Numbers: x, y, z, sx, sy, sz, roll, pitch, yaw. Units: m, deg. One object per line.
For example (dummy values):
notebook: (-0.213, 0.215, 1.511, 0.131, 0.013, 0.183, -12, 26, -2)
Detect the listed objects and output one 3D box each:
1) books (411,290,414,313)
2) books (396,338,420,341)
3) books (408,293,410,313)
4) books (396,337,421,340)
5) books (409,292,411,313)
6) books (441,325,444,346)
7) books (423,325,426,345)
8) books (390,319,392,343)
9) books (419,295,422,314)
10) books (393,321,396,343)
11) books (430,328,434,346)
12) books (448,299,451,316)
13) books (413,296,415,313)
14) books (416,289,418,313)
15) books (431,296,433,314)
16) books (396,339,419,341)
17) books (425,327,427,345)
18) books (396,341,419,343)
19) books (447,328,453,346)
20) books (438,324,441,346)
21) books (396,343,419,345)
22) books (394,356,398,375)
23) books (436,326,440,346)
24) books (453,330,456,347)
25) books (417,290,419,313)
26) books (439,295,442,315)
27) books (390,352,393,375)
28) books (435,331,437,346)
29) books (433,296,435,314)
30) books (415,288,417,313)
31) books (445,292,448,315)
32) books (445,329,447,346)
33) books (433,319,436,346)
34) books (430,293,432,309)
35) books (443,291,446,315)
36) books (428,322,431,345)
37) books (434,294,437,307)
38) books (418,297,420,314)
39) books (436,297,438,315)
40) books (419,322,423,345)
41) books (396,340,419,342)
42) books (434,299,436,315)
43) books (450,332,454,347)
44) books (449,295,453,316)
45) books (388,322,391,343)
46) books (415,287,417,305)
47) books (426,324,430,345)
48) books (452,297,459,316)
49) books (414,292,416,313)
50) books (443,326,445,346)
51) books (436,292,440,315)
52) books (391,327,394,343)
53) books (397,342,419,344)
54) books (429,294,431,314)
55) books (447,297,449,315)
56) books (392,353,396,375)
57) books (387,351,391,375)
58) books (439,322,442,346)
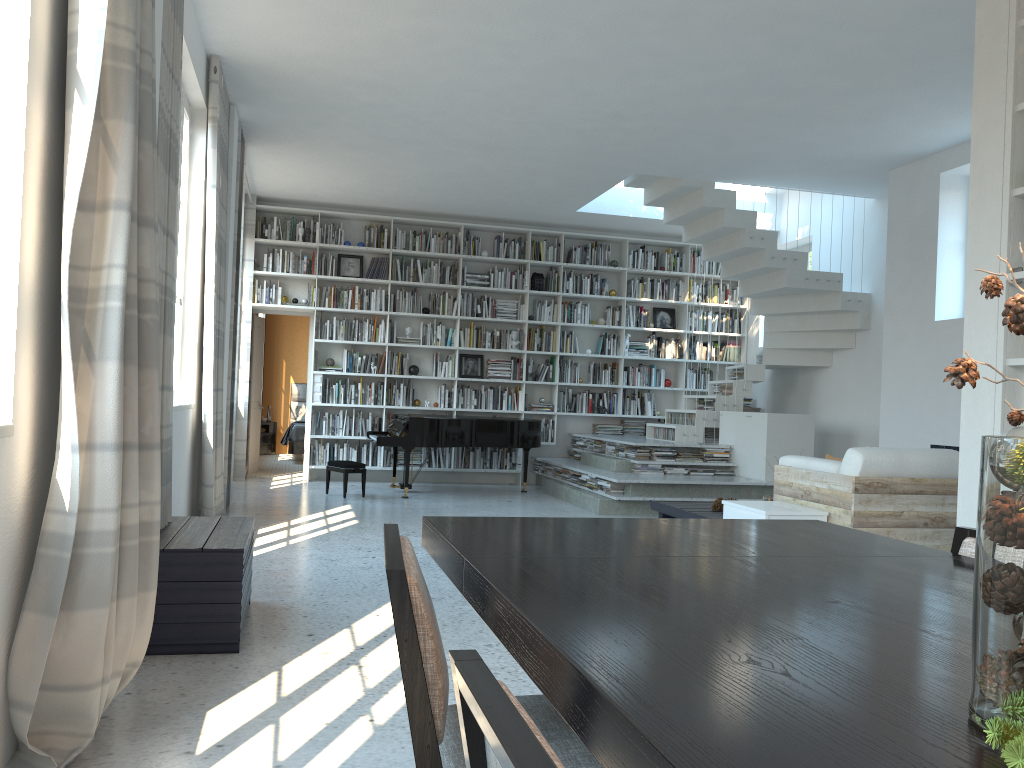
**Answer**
books: (-1.195, -0.977, 10.645, 0.011, 0.291, 0.176, 2, -1, -14)
books: (-1.254, -0.532, 10.646, 0.285, 0.012, 0.159, 3, -1, -12)
books: (-1.250, -0.962, 10.644, 0.011, 0.256, 0.152, 2, -1, -14)
books: (-1.252, -0.544, 10.642, 0.285, 0.012, 0.159, 3, -1, -18)
books: (-1.236, -0.964, 10.631, 0.009, 0.261, 0.180, 2, -1, -14)
books: (-0.854, -0.577, 10.731, 0.023, 0.260, 0.170, 2, -1, -14)
books: (-1.066, -0.580, 10.675, 0.030, 0.247, 0.174, 2, -1, -14)
books: (-1.458, -0.623, 10.613, 0.011, 0.298, 0.135, 2, -1, -14)
books: (-1.102, -0.943, 10.679, 0.031, 0.232, 0.147, 2, -1, -14)
books: (-1.406, -0.611, 10.609, 0.021, 0.278, 0.136, 2, -1, -14)
books: (-0.976, -0.565, 10.715, 0.048, 0.225, 0.149, 2, -1, -14)
books: (-0.770, -0.920, 10.762, 0.024, 0.216, 0.142, 2, -1, -14)
books: (-1.191, -0.939, 10.672, 0.012, 0.217, 0.133, 2, -1, -14)
books: (-1.156, -0.982, 10.669, 0.005, 0.305, 0.162, 2, -1, -14)
books: (-0.978, -0.942, 10.721, 0.005, 0.239, 0.146, 2, -1, -14)
books: (-1.254, -0.520, 10.644, 0.254, 0.012, 0.161, 3, -1, -17)
books: (-1.047, -0.569, 10.709, 0.024, 0.227, 0.137, 2, -1, -14)
books: (-1.254, -0.496, 10.642, 0.254, 0.012, 0.161, 3, -1, -18)
books: (-0.767, -0.557, 10.749, 0.060, 0.227, 0.179, 2, -1, -14)
books: (-0.880, -0.581, 10.715, 0.012, 0.265, 0.193, 2, -1, -14)
books: (-1.256, -0.471, 10.646, 0.285, 0.012, 0.159, 3, -1, -16)
books: (-1.390, -0.218, 10.611, 0.025, 0.228, 0.153, 2, -1, -14)
books: (-0.902, -0.573, 10.720, 0.028, 0.247, 0.170, 2, -1, -14)
books: (-0.704, -0.548, 10.785, 0.026, 0.217, 0.126, 2, -1, -14)
books: (-1.139, -0.972, 10.652, 0.011, 0.287, 0.189, 2, -1, -14)
books: (-0.867, -0.940, 10.710, 0.013, 0.243, 0.188, 2, -1, -14)
books: (-1.450, -0.244, 10.600, 0.026, 0.275, 0.154, 2, -1, -14)
books: (-0.933, -0.545, 10.732, 0.025, 0.189, 0.140, 2, -1, -14)
books: (-0.948, -0.939, 10.694, 0.005, 0.236, 0.178, 2, -1, -14)
books: (-1.166, -0.988, 10.671, 0.005, 0.316, 0.157, 2, -1, -14)
books: (-0.809, -0.956, 10.741, 0.022, 0.284, 0.190, 2, -1, -14)
books: (-0.815, -0.554, 10.762, 0.026, 0.219, 0.150, 2, -1, -14)
books: (-0.944, -0.616, 10.714, 0.010, 0.329, 0.173, 2, -1, -14)
books: (-0.986, -0.960, 10.722, 0.012, 0.276, 0.129, 2, -1, -14)
books: (-0.825, -0.967, 10.741, 0.006, 0.303, 0.165, 2, -1, -14)
books: (-1.000, -0.597, 10.692, 0.012, 0.286, 0.167, 2, -1, -14)
books: (-0.928, -0.953, 10.730, 0.009, 0.266, 0.149, 2, -1, -14)
books: (-1.128, -0.937, 10.683, 0.012, 0.218, 0.151, 2, -1, -14)
books: (-0.914, -0.928, 10.701, 0.006, 0.216, 0.181, 2, -1, -14)
books: (-1.096, -0.601, 10.673, 0.012, 0.285, 0.159, 2, -1, -14)
books: (-1.253, -0.508, 10.640, 0.254, 0.012, 0.161, 3, -1, -19)
books: (-0.937, -0.920, 10.720, 0.011, 0.200, 0.162, 2, -1, -14)
books: (-0.730, -0.532, 10.777, 0.027, 0.181, 0.142, 2, -1, -14)
books: (-0.745, -0.939, 10.758, 0.022, 0.257, 0.155, 2, -1, -14)
books: (-1.472, -0.604, 10.592, 0.024, 0.257, 0.134, 2, -1, -14)
books: (-1.160, -0.995, 10.670, 0.005, 0.331, 0.161, 2, -1, -14)
books: (-1.020, -0.588, 10.700, 0.022, 0.267, 0.151, 2, -1, -14)
books: (-0.698, -0.927, 10.747, 0.064, 0.237, 0.208, 2, -1, -14)
books: (-1.172, -0.961, 10.657, 0.010, 0.262, 0.158, 2, -1, -14)
books: (-0.837, -0.574, 10.756, 0.022, 0.256, 0.152, 2, -1, -14)
books: (-0.897, -0.962, 10.738, 0.033, 0.287, 0.155, 2, -1, -14)
books: (-1.436, -0.578, 10.608, 0.034, 0.209, 0.136, 2, -1, -14)
books: (-1.257, -0.483, 10.650, 0.254, 0.012, 0.161, 3, -1, -14)
books: (-0.993, -0.950, 10.712, 0.005, 0.254, 0.161, 2, -1, -14)
books: (-0.787, -0.927, 10.758, 0.011, 0.229, 0.165, 2, -1, -14)
books: (-1.419, -0.237, 10.600, 0.036, 0.263, 0.166, 2, -1, -14)
books: (-1.473, -0.250, 10.589, 0.025, 0.284, 0.145, 2, -1, -14)
books: (-0.870, -0.598, 10.726, 0.011, 0.301, 0.178, 2, -1, -14)
